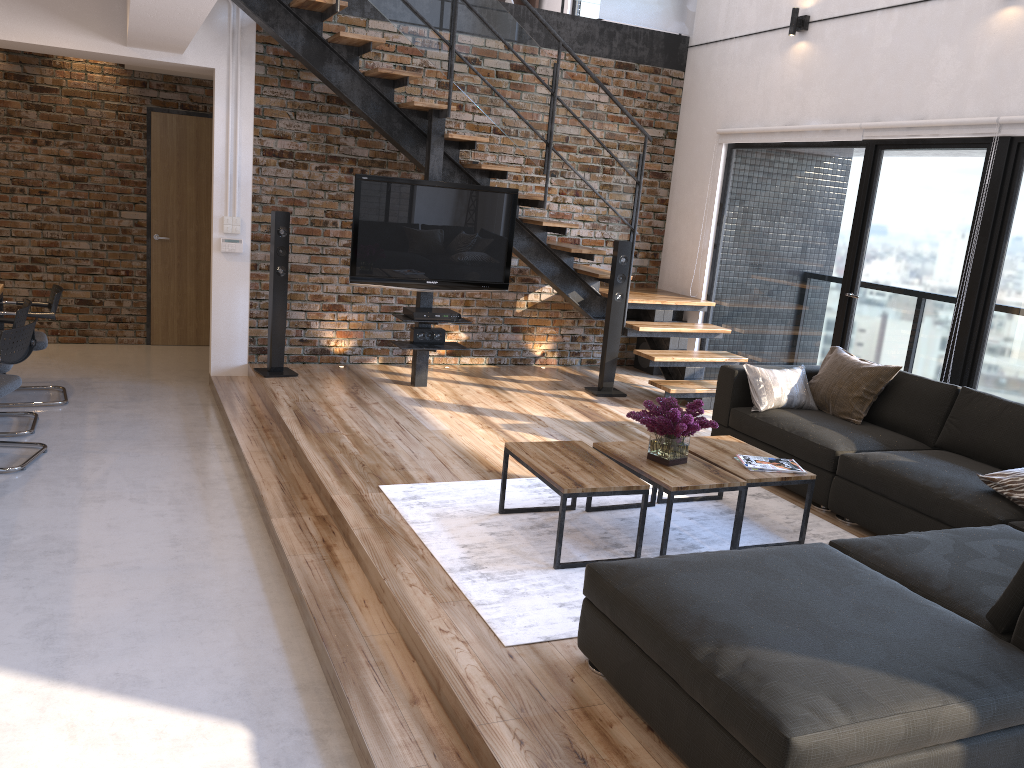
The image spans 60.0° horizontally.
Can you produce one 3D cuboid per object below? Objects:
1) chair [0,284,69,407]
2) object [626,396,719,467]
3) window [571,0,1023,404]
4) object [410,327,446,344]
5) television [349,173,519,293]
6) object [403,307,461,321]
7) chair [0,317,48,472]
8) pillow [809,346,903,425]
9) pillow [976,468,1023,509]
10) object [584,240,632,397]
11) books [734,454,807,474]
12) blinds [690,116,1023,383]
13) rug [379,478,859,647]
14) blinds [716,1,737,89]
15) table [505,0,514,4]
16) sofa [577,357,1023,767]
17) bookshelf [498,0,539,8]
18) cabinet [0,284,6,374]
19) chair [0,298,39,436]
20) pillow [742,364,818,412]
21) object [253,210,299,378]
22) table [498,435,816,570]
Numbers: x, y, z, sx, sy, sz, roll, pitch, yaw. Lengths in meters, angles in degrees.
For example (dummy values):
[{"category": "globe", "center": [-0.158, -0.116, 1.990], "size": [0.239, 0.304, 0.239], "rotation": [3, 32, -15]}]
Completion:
[{"category": "chair", "center": [-3.340, -0.273, 6.045], "size": [0.540, 0.771, 0.518], "rotation": [-2, 15, -29]}, {"category": "object", "center": [0.726, 0.188, 4.029], "size": [0.375, 0.344, 0.340], "rotation": [0, 14, -22]}, {"category": "window", "center": [1.192, -1.971, 4.403], "size": [5.663, 5.586, 13.354], "rotation": [0, 13, -24]}, {"category": "object", "center": [-0.621, -0.356, 6.545], "size": [0.247, 0.112, 0.088], "rotation": [0, 14, -24]}, {"category": "television", "center": [-0.562, -1.052, 6.353], "size": [1.207, 0.786, 0.135], "rotation": [0, 14, -24]}, {"category": "object", "center": [-0.580, -0.505, 6.434], "size": [0.360, 0.058, 0.274], "rotation": [0, 13, -24]}, {"category": "chair", "center": [-2.876, 0.037, 4.807], "size": [0.540, 0.771, 0.518], "rotation": [3, 13, -9]}, {"category": "pillow", "center": [2.001, -0.001, 5.337], "size": [0.265, 0.383, 0.607], "rotation": [0, 14, -24]}, {"category": "pillow", "center": [2.388, 0.464, 3.941], "size": [0.531, 0.178, 0.355], "rotation": [-1, 14, -26]}, {"category": "object", "center": [0.799, -0.512, 6.936], "size": [0.271, 1.210, 0.270], "rotation": [1, 14, -19]}, {"category": "books", "center": [1.206, 0.376, 4.148], "size": [0.295, 0.013, 0.228], "rotation": [5, 12, -4]}, {"category": "blinds", "center": [2.659, -0.509, 5.204], "size": [0.095, 2.051, 5.351], "rotation": [-1, 14, -24]}, {"category": "rug", "center": [0.621, 0.693, 4.134], "size": [2.113, 0.003, 1.631], "rotation": [0, 13, -24]}, {"category": "blinds", "center": [1.106, -3.814, 6.356], "size": [1.993, 2.985, 10.180], "rotation": [-8, 18, -45]}, {"category": "table", "center": [-0.445, -3.568, 7.855], "size": [1.860, 0.637, 0.741], "rotation": [0, 14, -24]}, {"category": "sofa", "center": [1.394, 0.447, 3.946], "size": [2.998, 0.703, 3.034], "rotation": [0, 13, -24]}, {"category": "bookshelf", "center": [-0.951, -4.910, 9.895], "size": [2.717, 2.288, 0.306], "rotation": [0, 14, -24]}, {"category": "cabinet", "center": [-3.452, -0.686, 2.914], "size": [2.473, 2.881, 9.086], "rotation": [0, 13, -24]}, {"category": "chair", "center": [-3.187, -0.111, 5.360], "size": [0.540, 0.771, 0.518], "rotation": [0, 14, -24]}, {"category": "pillow", "center": [1.627, 0.029, 5.349], "size": [0.498, 0.266, 0.211], "rotation": [0, 14, -23]}, {"category": "object", "center": [-1.728, -0.664, 6.555], "size": [0.271, 1.210, 0.270], "rotation": [-3, 16, -33]}, {"category": "table", "center": [0.669, 0.520, 4.115], "size": [1.298, 0.351, 0.695], "rotation": [0, 13, -24]}]
